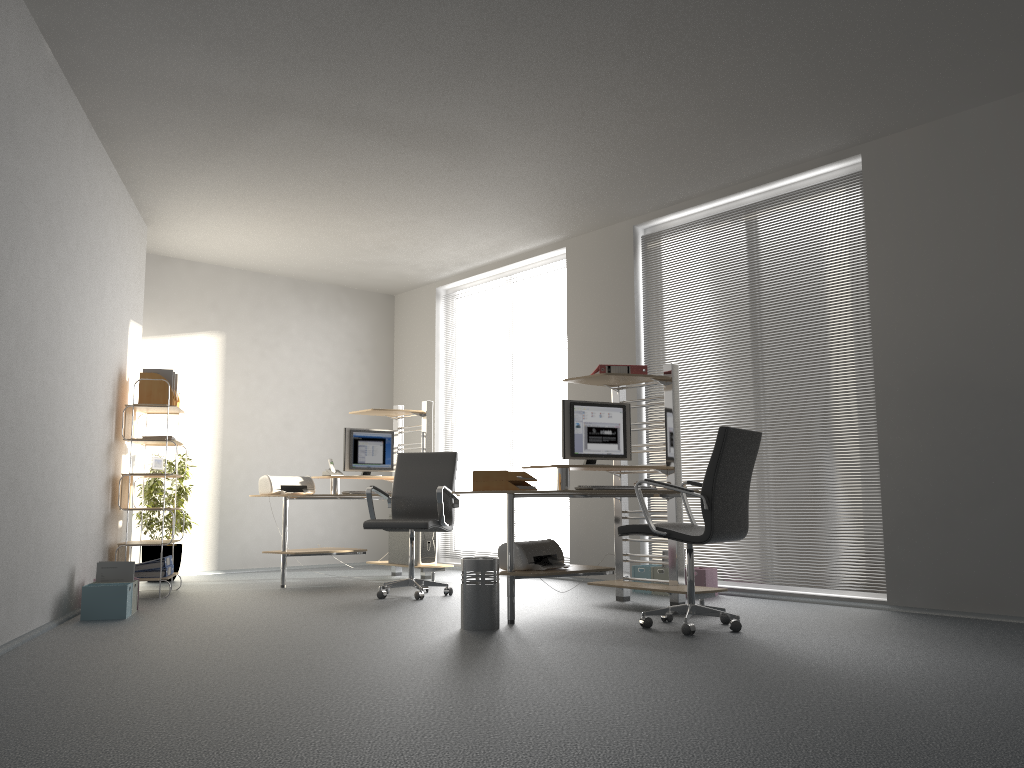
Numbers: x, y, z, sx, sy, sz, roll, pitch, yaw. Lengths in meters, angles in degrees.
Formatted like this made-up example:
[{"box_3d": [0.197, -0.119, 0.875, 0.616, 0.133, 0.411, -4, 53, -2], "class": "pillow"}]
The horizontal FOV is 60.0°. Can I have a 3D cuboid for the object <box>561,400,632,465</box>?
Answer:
[{"box_3d": [0.530, 0.330, 5.773, 0.516, 0.418, 0.245, 2, -8, -18], "class": "object"}]

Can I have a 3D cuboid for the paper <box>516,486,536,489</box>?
[{"box_3d": [-0.040, 0.607, 5.184, 0.297, 0.019, 0.210, -4, -9, 28], "class": "paper"}]

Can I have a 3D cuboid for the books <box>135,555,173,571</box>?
[{"box_3d": [-2.677, 1.329, 6.567, 0.263, 0.100, 0.320, 1, -8, -12], "class": "books"}]

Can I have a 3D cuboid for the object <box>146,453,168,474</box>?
[{"box_3d": [-2.663, 0.601, 6.671, 0.077, 0.161, 0.192, -1, -8, 5], "class": "object"}]

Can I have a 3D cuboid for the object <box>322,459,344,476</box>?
[{"box_3d": [-1.533, 0.713, 7.592, 0.119, 0.151, 0.150, -6, -9, 35], "class": "object"}]

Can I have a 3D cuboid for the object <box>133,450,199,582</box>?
[{"box_3d": [-3.003, 1.141, 7.720, 0.544, 1.147, 0.644, 1, -8, -11], "class": "object"}]

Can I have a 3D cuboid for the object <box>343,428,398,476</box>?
[{"box_3d": [-1.267, 0.613, 7.865, 0.516, 0.418, 0.245, 3, -8, -25], "class": "object"}]

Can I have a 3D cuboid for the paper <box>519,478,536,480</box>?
[{"box_3d": [-0.040, 0.556, 5.191, 0.297, 0.010, 0.210, -4, -9, 28], "class": "paper"}]

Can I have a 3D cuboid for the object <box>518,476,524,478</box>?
[{"box_3d": [0.049, 0.541, 5.142, 0.008, 0.009, 0.159, -2, -8, 13], "class": "object"}]

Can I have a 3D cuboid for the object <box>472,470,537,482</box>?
[{"box_3d": [-0.041, 0.539, 5.193, 0.309, 0.060, 0.225, -4, -9, 28], "class": "object"}]

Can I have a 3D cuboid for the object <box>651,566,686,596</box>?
[{"box_3d": [1.162, 1.432, 6.446, 0.245, 0.202, 0.185, 6, -10, -40], "class": "object"}]

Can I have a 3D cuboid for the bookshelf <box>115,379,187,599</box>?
[{"box_3d": [-2.686, 0.781, 6.651, 0.381, 1.572, 0.724, 1, -8, -13], "class": "bookshelf"}]

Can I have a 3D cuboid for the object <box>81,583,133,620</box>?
[{"box_3d": [-2.395, 1.290, 5.251, 0.245, 0.202, 0.185, 2, -8, -14], "class": "object"}]

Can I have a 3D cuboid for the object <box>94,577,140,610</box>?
[{"box_3d": [-2.519, 1.342, 5.639, 0.245, 0.202, 0.185, 4, -9, -31], "class": "object"}]

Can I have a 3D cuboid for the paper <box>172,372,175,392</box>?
[{"box_3d": [-2.711, 0.051, 6.823, 0.213, 0.297, 0.045, 1, -8, -13], "class": "paper"}]

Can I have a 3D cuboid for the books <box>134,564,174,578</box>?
[{"box_3d": [-2.667, 1.383, 6.561, 0.262, 0.072, 0.320, 1, -8, -12], "class": "books"}]

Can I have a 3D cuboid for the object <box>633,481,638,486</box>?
[{"box_3d": [0.806, 0.657, 5.699, 0.054, 0.064, 0.159, -2, -8, 16], "class": "object"}]

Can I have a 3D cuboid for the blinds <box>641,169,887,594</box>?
[{"box_3d": [1.715, 0.035, 6.447, 0.022, 2.770, 1.950, 6, -10, -40], "class": "blinds"}]

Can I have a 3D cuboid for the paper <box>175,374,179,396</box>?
[{"box_3d": [-2.733, 0.067, 6.945, 0.213, 0.297, 0.045, 1, -8, -10], "class": "paper"}]

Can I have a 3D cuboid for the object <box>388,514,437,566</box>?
[{"box_3d": [-0.854, 1.341, 7.661, 0.199, 0.422, 0.471, 6, -10, -40], "class": "object"}]

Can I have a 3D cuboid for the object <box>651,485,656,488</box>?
[{"box_3d": [0.911, 0.666, 5.689, 0.022, 0.042, 0.134, 0, -7, 2], "class": "object"}]

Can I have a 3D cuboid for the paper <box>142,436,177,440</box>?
[{"box_3d": [-2.696, 0.429, 6.794, 0.213, 0.046, 0.297, 2, -8, -13], "class": "paper"}]

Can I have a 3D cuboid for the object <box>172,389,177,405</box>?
[{"box_3d": [-2.705, 0.067, 6.801, 0.243, 0.259, 0.113, 1, -8, -13], "class": "object"}]

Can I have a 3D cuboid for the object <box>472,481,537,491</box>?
[{"box_3d": [-0.041, 0.595, 5.186, 0.309, 0.060, 0.225, -4, -9, 28], "class": "object"}]

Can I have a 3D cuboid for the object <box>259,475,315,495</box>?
[{"box_3d": [-1.813, 0.834, 7.329, 0.351, 0.162, 0.438, -7, -10, 41], "class": "object"}]

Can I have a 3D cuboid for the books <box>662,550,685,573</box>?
[{"box_3d": [1.171, 1.361, 6.444, 0.220, 0.306, 0.068, 6, -10, -40], "class": "books"}]

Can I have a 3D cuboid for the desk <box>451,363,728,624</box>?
[{"box_3d": [0.502, 0.592, 5.328, 1.469, 1.566, 0.967, 6, -10, -40], "class": "desk"}]

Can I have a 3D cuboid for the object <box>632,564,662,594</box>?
[{"box_3d": [1.043, 1.451, 6.586, 0.245, 0.202, 0.185, 6, -10, -40], "class": "object"}]

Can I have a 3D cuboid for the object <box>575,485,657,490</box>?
[{"box_3d": [0.466, 0.669, 5.442, 0.478, 0.082, 0.814, 5, -9, -32], "class": "object"}]

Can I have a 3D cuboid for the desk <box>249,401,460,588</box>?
[{"box_3d": [-1.307, 0.877, 7.438, 1.469, 1.566, 0.967, 6, -10, -40], "class": "desk"}]

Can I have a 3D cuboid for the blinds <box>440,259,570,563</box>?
[{"box_3d": [-0.100, 0.321, 8.562, 0.037, 2.749, 1.950, 6, -10, -40], "class": "blinds"}]

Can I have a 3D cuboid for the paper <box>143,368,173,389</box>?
[{"box_3d": [-2.682, 0.035, 6.704, 0.213, 0.297, 0.045, 2, -8, -15], "class": "paper"}]

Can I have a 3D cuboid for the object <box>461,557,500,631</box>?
[{"box_3d": [-0.171, 1.128, 4.767, 0.208, 0.377, 0.208, -1, -8, 3], "class": "object"}]

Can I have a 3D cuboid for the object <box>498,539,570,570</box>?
[{"box_3d": [0.178, 0.997, 5.185, 0.351, 0.162, 0.438, -5, -9, 34], "class": "object"}]

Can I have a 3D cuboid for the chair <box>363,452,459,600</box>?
[{"box_3d": [-0.723, 1.007, 6.458, 0.584, 1.048, 0.652, -2, -8, 15], "class": "chair"}]

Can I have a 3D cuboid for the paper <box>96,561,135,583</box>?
[{"box_3d": [-2.442, 1.246, 5.452, 0.220, 0.306, 0.068, 2, -8, -13], "class": "paper"}]

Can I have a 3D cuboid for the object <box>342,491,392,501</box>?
[{"box_3d": [-1.304, 0.955, 7.564, 0.478, 0.082, 0.814, 5, -9, -32], "class": "object"}]

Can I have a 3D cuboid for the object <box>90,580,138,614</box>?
[{"box_3d": [-2.438, 1.314, 5.429, 0.245, 0.202, 0.185, 2, -8, -14], "class": "object"}]

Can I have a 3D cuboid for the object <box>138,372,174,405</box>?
[{"box_3d": [-2.675, 0.052, 6.682, 0.243, 0.259, 0.113, 2, -8, -15], "class": "object"}]

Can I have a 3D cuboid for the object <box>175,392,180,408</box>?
[{"box_3d": [-2.728, 0.083, 6.922, 0.243, 0.259, 0.113, 1, -8, -10], "class": "object"}]

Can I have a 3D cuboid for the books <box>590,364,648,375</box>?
[{"box_3d": [0.705, -0.073, 5.874, 0.320, 0.072, 0.262, 1, -8, -8], "class": "books"}]

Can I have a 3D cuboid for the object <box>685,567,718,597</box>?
[{"box_3d": [1.329, 1.411, 6.293, 0.185, 0.202, 0.245, -5, -9, 31], "class": "object"}]

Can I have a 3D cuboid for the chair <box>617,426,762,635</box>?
[{"box_3d": [0.970, 0.780, 4.793, 0.652, 1.048, 0.584, -6, -9, 36], "class": "chair"}]
